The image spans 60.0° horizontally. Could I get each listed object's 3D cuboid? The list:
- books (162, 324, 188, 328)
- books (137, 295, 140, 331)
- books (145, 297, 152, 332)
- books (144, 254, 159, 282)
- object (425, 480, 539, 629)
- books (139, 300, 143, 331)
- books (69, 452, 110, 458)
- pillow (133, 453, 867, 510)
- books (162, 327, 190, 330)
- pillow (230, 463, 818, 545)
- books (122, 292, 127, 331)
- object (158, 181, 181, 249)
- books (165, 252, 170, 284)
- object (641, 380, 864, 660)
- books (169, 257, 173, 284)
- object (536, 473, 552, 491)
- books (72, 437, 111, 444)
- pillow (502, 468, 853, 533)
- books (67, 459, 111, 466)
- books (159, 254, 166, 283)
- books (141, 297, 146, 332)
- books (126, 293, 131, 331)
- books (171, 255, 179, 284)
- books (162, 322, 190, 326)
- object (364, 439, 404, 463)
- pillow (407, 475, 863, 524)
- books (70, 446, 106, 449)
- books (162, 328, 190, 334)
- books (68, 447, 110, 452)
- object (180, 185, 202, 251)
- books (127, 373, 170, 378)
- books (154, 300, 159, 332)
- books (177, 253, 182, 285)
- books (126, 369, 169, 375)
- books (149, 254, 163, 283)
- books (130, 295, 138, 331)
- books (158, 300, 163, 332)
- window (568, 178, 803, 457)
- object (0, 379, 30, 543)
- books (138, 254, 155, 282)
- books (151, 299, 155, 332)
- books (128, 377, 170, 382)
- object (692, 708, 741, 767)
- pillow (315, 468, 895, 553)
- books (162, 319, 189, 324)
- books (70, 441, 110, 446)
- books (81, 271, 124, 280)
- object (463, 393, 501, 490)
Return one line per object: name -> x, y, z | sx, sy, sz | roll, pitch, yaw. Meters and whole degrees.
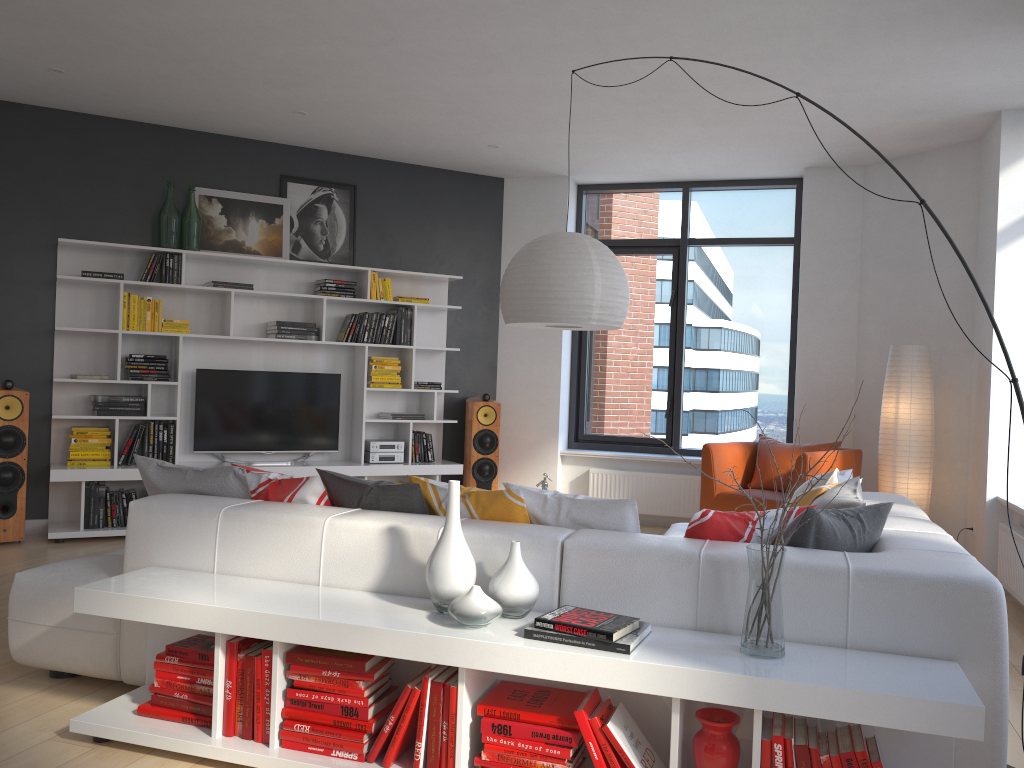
books -> -2.460, -0.420, 6.462 | 0.169, 0.018, 0.113 | 2, 0, -26
books -> -2.693, -0.504, 6.375 | 0.015, 0.263, 0.199 | 2, 0, -28
books -> -2.632, -0.498, 6.401 | 0.035, 0.250, 0.185 | 2, 0, -28
books -> -2.608, -0.827, 6.406 | 0.087, 0.214, 0.171 | 2, 0, -27
object -> -0.105, 0.496, 2.662 | 0.316, 0.398, 0.319 | 2, 0, 41
books -> -2.668, -0.486, 6.364 | 0.024, 0.229, 0.156 | 2, 0, -28
books -> -2.981, 0.492, 6.261 | 0.255, 0.044, 0.198 | 2, 0, -28
pillow -> -0.047, 0.552, 3.627 | 2.953, 0.453, 0.647 | 2, 0, 5
books -> -2.465, -0.406, 6.482 | 0.196, 0.011, 0.148 | 2, 0, -28
pillow -> -0.056, 0.584, 3.282 | 2.250, 0.449, 0.575 | 2, 0, 15
books -> -2.767, -0.512, 6.317 | 0.029, 0.270, 0.204 | 2, 0, -28
object -> -2.484, -1.221, 6.433 | 0.157, 0.507, 0.157 | 2, 0, -14
books -> -2.515, -0.833, 6.448 | 0.025, 0.232, 0.176 | 2, 0, -28
object -> 0.695, 0.354, 2.329 | 0.607, 0.744, 0.406 | 2, 0, -33
books -> -2.491, -0.817, 6.455 | 0.021, 0.200, 0.147 | 2, 0, -28
object -> 0.096, 0.612, 4.836 | 0.330, 0.265, 0.330 | 2, 0, 41
books -> -2.972, 0.396, 6.274 | 0.250, 0.035, 0.185 | 2, 0, -25
pillow -> 0.875, 0.587, 3.823 | 0.580, 0.456, 2.156 | 2, 0, 43
books -> -2.975, 0.554, 6.250 | 0.270, 0.029, 0.204 | 2, 0, -23
books -> -2.534, -0.827, 6.432 | 0.021, 0.221, 0.156 | 2, 0, -28
books -> -2.657, -0.499, 6.391 | 0.019, 0.251, 0.180 | 2, 0, -28
books -> -2.748, -0.511, 6.338 | 0.025, 0.270, 0.213 | 2, 0, -28
books -> -2.465, -0.825, 6.469 | 0.038, 0.218, 0.169 | 2, 0, -28
books -> -2.461, -0.435, 6.478 | 0.187, 0.014, 0.134 | 2, 0, -28
object -> -1.058, 0.548, 7.223 | 0.285, 0.174, 0.270 | 2, 0, -28
pillow -> 0.611, 0.596, 3.643 | 2.095, 0.440, 0.630 | 2, 0, -26
books -> -2.987, 0.444, 6.249 | 0.228, 0.024, 0.152 | 2, 0, -23
books -> -2.464, -0.383, 6.478 | 0.190, 0.033, 0.147 | 2, 0, -28
books -> -2.989, 0.462, 6.272 | 0.263, 0.015, 0.198 | 2, 0, -24
object -> -2.372, -1.217, 6.556 | 0.157, 0.507, 0.157 | 2, 0, -14
books -> -2.622, -0.061, 6.401 | 0.270, 0.025, 0.189 | 2, 0, -29
books -> -2.584, -0.488, 6.425 | 0.024, 0.234, 0.172 | 2, 0, -28
books -> -2.437, -0.831, 6.476 | 0.019, 0.230, 0.174 | 2, 0, -28
books -> -2.636, -0.089, 6.414 | 0.266, 0.030, 0.209 | 2, 0, -29
books -> -2.576, -0.826, 6.408 | 0.074, 0.212, 0.154 | 2, 0, -29
books -> -2.719, -0.503, 6.358 | 0.044, 0.255, 0.198 | 2, 0, -28
books -> -2.563, -0.487, 6.440 | 0.024, 0.234, 0.172 | 2, 0, -28
window -> 1.505, -0.574, 7.846 | 1.960, 2.402, 0.170 | 2, 0, 17
object -> -3.438, 0.508, 5.942 | 0.290, 1.088, 0.434 | 2, 0, -43
books -> -2.633, -0.829, 6.386 | 0.096, 0.213, 0.166 | 2, 0, -29
books -> -2.608, -0.491, 6.417 | 0.023, 0.239, 0.169 | 2, 0, -28
books -> -2.623, -0.035, 6.399 | 0.263, 0.026, 0.189 | 2, 0, -29
object -> 0.543, 1.012, 2.364 | 0.125, 0.258, 0.125 | 2, 0, -5
pillow -> 0.259, 0.570, 3.192 | 2.120, 0.436, 0.608 | 2, 0, 13
books -> -2.469, -0.456, 6.488 | 0.186, 0.026, 0.138 | 2, 0, -28
books -> -2.984, 0.423, 6.271 | 0.251, 0.019, 0.180 | 2, 0, -28
books -> -2.879, -0.754, 6.243 | 0.268, 0.046, 0.208 | 2, 0, -24
object -> -0.271, 0.618, 7.589 | 0.290, 1.088, 0.434 | 2, 0, -13
